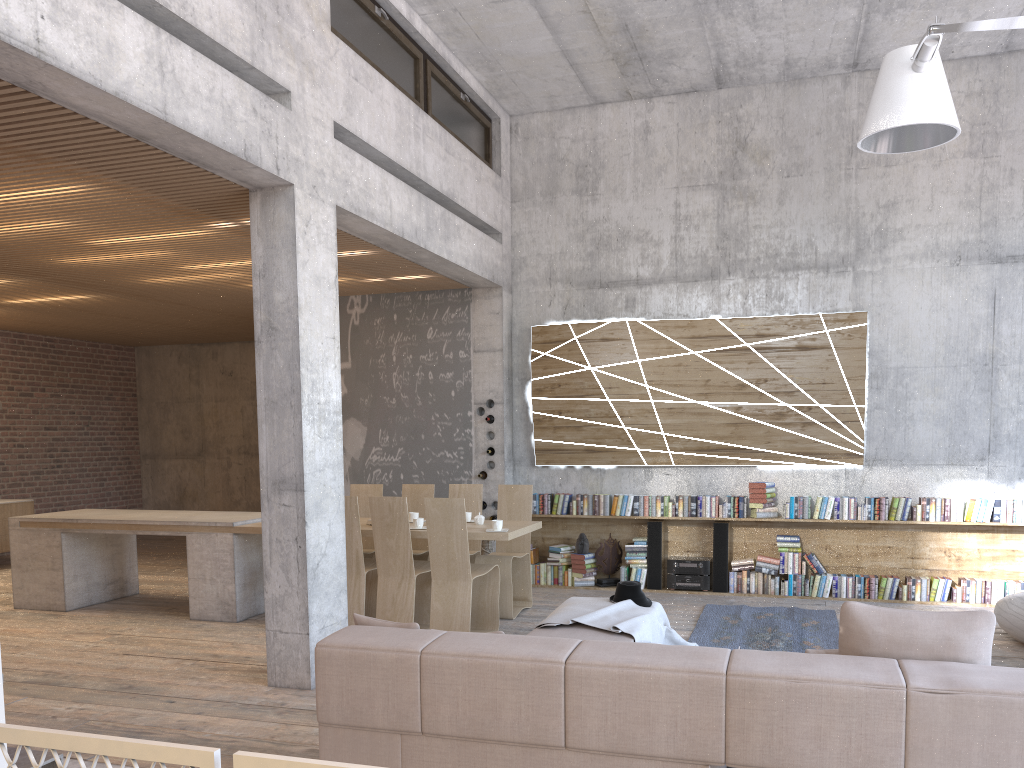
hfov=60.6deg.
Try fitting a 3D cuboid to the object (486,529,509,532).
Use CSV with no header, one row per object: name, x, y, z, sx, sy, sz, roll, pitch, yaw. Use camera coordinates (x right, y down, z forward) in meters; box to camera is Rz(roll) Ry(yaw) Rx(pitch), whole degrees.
object,-0.122,1.213,7.253,0.185,0.014,0.185,-1,-3,4

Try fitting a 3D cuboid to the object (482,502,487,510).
object,-0.308,1.360,9.833,0.090,0.091,0.334,0,-2,18

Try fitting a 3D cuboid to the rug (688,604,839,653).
rug,1.992,2.041,6.922,1.162,0.049,2.908,-2,-3,18

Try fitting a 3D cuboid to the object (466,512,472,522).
object,-0.420,1.224,8.069,0.093,0.089,0.116,-1,0,-18

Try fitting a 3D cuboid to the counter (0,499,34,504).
counter,-7.435,1.485,10.091,0.653,0.020,4.064,-2,-3,18

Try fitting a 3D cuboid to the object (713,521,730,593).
object,2.186,1.815,9.151,0.152,0.767,0.270,1,5,18

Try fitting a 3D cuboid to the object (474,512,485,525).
object,-0.291,1.201,7.820,0.089,0.112,0.122,0,1,9

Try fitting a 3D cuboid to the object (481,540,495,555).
object,-0.270,1.895,9.580,0.248,0.689,0.268,-2,4,-20

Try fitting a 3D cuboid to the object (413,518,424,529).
object,-0.796,1.192,7.497,0.093,0.089,0.116,-1,0,-29

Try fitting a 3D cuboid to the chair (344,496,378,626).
chair,-1.336,1.539,7.606,0.349,1.205,0.716,1,3,15

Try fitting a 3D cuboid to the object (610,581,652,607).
object,0.845,1.489,6.242,0.302,0.170,0.297,-1,-1,5

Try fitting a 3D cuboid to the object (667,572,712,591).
object,1.875,2.080,9.256,0.440,0.165,0.292,-1,-1,18

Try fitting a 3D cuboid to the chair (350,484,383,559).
chair,-1.542,1.600,8.622,0.349,1.205,0.716,0,3,12

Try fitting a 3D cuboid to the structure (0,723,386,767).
structure,0.395,1.168,0.598,4.428,0.942,1.919,-2,-2,18

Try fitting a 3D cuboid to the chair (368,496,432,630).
chair,-0.859,1.524,7.437,0.349,1.205,0.716,1,4,23

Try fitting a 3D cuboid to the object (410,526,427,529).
object,-0.802,1.236,7.513,0.185,0.014,0.185,-1,-3,4

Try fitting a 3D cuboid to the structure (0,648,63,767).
structure,-0.941,-0.358,0.961,3.683,4.354,3.014,0,3,18

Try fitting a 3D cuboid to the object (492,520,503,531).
object,-0.116,1.170,7.238,0.093,0.089,0.116,-1,0,-29

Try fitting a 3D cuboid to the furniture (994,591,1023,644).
furniture,4.647,1.781,6.684,1.790,0.817,1.626,1,-2,-35

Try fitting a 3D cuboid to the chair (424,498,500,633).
chair,-0.396,1.506,7.223,0.349,1.205,0.716,1,3,21

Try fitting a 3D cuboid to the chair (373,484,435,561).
chair,-1.041,1.588,8.525,0.349,1.205,0.716,1,3,18

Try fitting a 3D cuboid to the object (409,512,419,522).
object,-0.906,1.231,8.097,0.093,0.089,0.116,-1,0,-8

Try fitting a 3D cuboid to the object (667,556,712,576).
object,1.871,1.917,9.236,0.440,0.162,0.302,-1,-2,18

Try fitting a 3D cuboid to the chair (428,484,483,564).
chair,-0.534,1.578,8.448,0.349,1.205,0.716,0,3,13

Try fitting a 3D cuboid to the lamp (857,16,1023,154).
lamp,1.627,0.125,3.190,0.756,3.453,2.609,0,2,5

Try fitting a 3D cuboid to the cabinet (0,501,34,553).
cabinet,-7.641,1.118,10.121,1.076,2.083,4.100,0,-1,18

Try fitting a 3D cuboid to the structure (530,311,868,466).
structure,1.842,0.092,9.063,3.412,1.551,0.355,-1,4,18

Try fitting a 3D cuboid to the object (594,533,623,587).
object,1.056,1.895,9.519,0.343,0.574,0.194,-2,5,-22

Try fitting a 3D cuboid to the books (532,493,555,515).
books,0.205,1.321,9.678,0.490,0.222,0.213,-1,1,18

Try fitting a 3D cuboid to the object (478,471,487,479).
object,-0.307,1.009,9.714,0.095,0.095,0.337,0,-2,18

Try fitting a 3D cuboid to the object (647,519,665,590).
object,1.538,1.834,9.357,0.152,0.767,0.270,1,5,18

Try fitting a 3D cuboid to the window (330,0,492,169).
window,-1.499,-2.704,5.313,0.113,0.610,8.408,1,-3,18

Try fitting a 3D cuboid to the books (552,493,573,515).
books,0.548,1.310,9.582,0.199,0.230,0.188,0,2,18

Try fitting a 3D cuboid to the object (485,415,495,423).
object,-0.225,0.387,9.629,0.090,0.091,0.334,0,-2,18

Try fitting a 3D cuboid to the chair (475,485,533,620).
chair,-0.067,1.561,8.248,0.349,1.205,0.716,1,3,18

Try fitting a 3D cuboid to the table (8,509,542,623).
table,-2.343,1.733,8.381,5.187,0.932,1.006,-2,0,18

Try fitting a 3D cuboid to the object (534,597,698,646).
object,0.782,1.749,6.110,1.043,0.506,1.592,-2,-3,36

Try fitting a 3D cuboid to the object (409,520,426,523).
object,-0.901,1.270,8.093,0.185,0.014,0.185,-3,-4,31

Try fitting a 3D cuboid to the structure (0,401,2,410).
structure,-7.662,0.173,10.038,0.208,0.157,4.064,-1,-3,18

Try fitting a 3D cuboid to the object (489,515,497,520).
object,-0.156,1.494,9.751,0.095,0.095,0.337,0,-2,18

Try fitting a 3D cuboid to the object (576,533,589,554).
object,0.761,1.722,9.474,0.145,0.231,0.134,0,3,15

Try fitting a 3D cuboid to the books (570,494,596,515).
books,0.780,1.303,9.498,0.278,0.222,0.208,-1,1,16

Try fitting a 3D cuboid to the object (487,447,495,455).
object,-0.209,0.745,9.698,0.093,0.094,0.345,0,-2,18

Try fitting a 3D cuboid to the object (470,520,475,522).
object,-0.414,1.263,8.066,0.185,0.014,0.185,-2,-3,21
